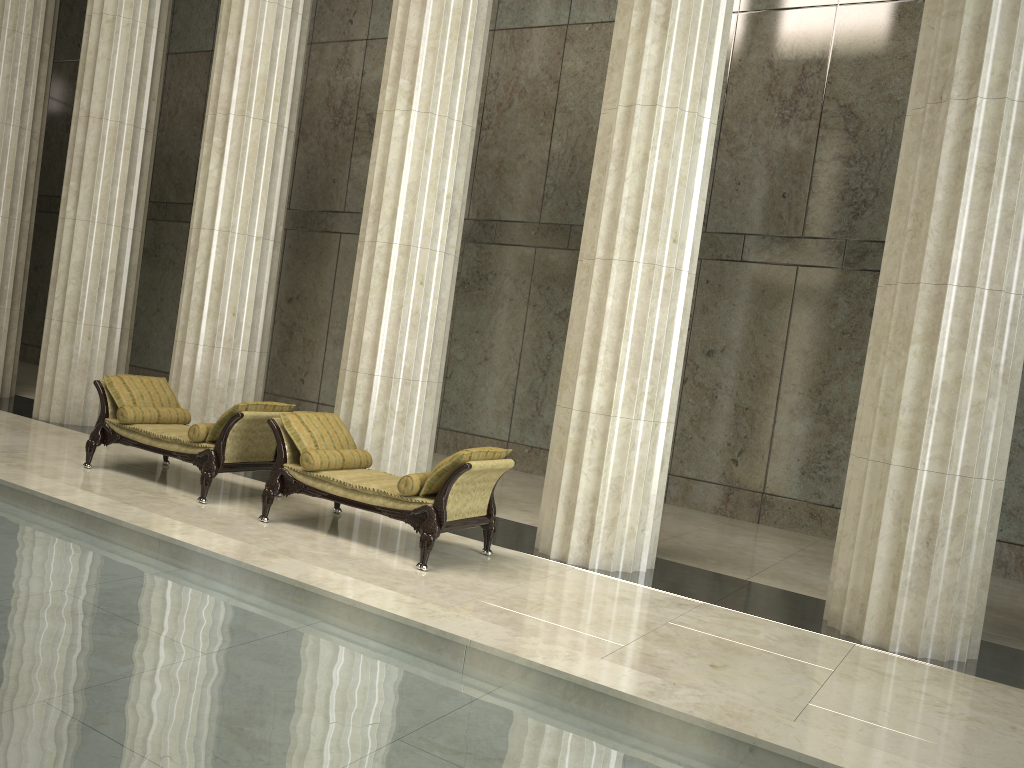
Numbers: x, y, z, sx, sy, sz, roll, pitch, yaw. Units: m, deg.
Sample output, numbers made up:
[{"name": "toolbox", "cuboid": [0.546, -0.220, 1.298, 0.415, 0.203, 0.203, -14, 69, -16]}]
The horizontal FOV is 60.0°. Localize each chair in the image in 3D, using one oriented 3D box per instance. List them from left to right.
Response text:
[{"name": "chair", "cuboid": [-3.211, 0.505, 8.795, 2.172, 0.950, 0.993, 9, 2, 30]}, {"name": "chair", "cuboid": [-1.105, 0.848, 7.555, 2.172, 0.950, 0.993, 9, 2, 30]}]

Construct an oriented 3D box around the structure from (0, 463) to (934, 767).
[{"name": "structure", "cuboid": [-3.985, 0.945, 4.712, 11.573, 0.508, 3.754, 9, 2, 30]}]
